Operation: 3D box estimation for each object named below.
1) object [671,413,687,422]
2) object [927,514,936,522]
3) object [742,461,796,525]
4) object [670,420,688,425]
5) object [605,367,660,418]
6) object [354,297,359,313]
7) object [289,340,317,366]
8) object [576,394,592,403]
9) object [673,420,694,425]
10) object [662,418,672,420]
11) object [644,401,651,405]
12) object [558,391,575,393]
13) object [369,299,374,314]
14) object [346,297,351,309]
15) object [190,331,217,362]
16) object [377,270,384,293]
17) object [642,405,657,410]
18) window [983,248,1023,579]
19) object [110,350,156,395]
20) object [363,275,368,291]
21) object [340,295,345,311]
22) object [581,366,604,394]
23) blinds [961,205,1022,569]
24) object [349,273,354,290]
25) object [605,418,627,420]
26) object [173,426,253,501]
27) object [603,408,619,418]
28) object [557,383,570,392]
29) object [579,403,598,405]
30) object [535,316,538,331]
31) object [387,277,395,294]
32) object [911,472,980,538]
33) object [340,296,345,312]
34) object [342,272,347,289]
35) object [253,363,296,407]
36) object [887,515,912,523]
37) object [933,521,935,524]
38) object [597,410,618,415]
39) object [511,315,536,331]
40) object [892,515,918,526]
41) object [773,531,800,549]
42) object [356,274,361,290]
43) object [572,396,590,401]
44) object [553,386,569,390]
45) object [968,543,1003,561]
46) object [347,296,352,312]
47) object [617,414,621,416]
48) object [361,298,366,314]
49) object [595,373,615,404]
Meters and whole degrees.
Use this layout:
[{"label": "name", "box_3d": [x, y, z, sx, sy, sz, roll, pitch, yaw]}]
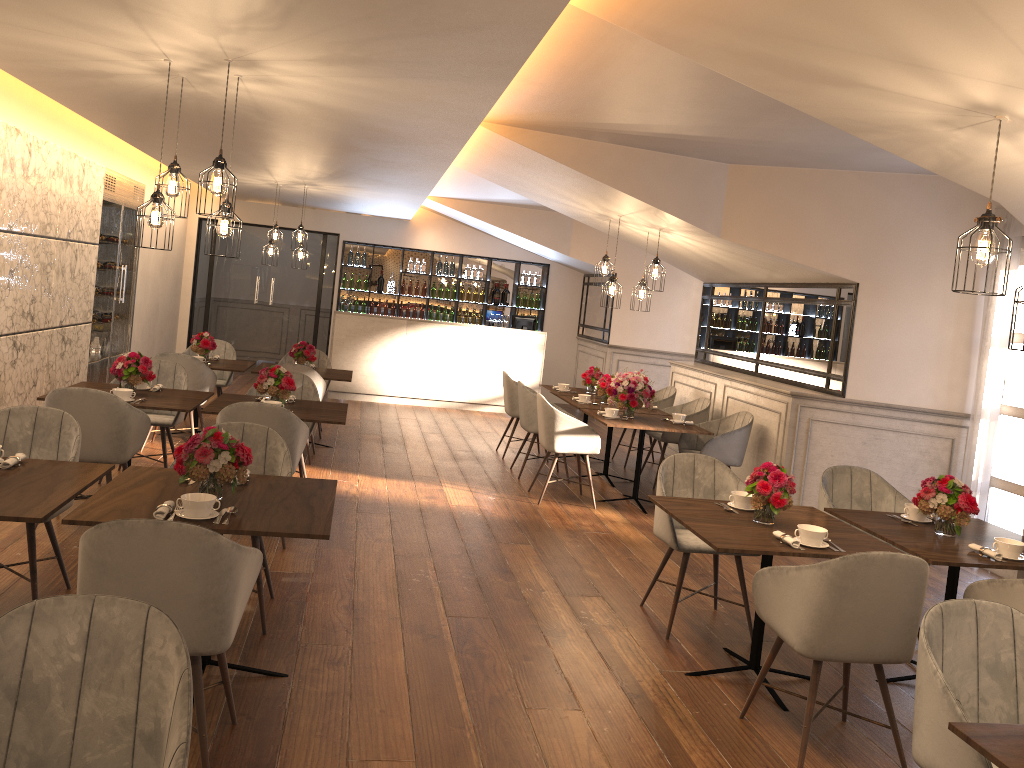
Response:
[{"label": "object", "box_3d": [1.425, 0.295, 7.566, 0.149, 0.072, 0.148, 9, 6, 33]}, {"label": "object", "box_3d": [2.176, 0.687, 4.536, 0.056, 0.039, 0.176, 5, 5, -10]}, {"label": "object", "box_3d": [1.180, 0.491, 4.091, 0.234, 0.300, 0.306, 7, 4, 9]}, {"label": "object", "box_3d": [1.427, 0.327, 7.487, 0.192, 0.024, 0.025, 5, 4, -10]}, {"label": "object", "box_3d": [1.018, 0.072, 7.578, 0.419, 0.424, 0.407, 5, 4, -22]}, {"label": "object", "box_3d": [-2.441, -1.241, 13.911, 0.065, 0.261, 0.066, 5, 3, -31]}, {"label": "object", "box_3d": [-2.018, -0.280, 8.494, 0.306, 0.300, 0.234, 9, 5, 37]}, {"label": "object", "box_3d": [0.682, 0.139, 8.346, 0.149, 0.072, 0.148, 9, 6, 33]}, {"label": "object", "box_3d": [1.442, 0.325, 7.454, 0.175, 0.039, 0.056, 5, 5, -10]}, {"label": "object", "box_3d": [1.385, 0.309, 7.675, 0.197, 0.015, 0.043, 5, 5, -13]}, {"label": "object", "box_3d": [1.273, 0.189, 8.484, 0.149, 0.072, 0.148, 9, 6, 33]}, {"label": "object", "box_3d": [0.570, 0.081, 9.122, 0.197, 0.015, 0.043, 5, 5, -13]}, {"label": "object", "box_3d": [-2.202, -1.220, 13.952, 0.065, 0.261, 0.066, 5, 3, -31]}, {"label": "object", "box_3d": [-2.253, -1.094, 12.174, 0.065, 0.207, 0.146, 5, 3, -18]}, {"label": "object", "box_3d": [-2.894, -0.360, 8.336, 0.234, 0.300, 0.307, 4, 5, -35]}, {"label": "object", "box_3d": [-2.066, -1.619, 13.956, 0.103, 0.359, 0.104, 4, 3, -38]}, {"label": "object", "box_3d": [1.290, 0.219, 8.373, 0.175, 0.039, 0.056, 5, 5, -10]}, {"label": "window", "box_3d": [4.176, 0.402, 4.963, 0.494, 2.382, 14.591, 6, 5, -14]}, {"label": "object", "box_3d": [-2.530, -0.082, 5.876, 0.305, 0.301, 0.234, 7, 4, 12]}, {"label": "object", "box_3d": [-2.294, -1.591, 13.916, 0.065, 0.261, 0.066, 5, 3, -31]}, {"label": "object", "box_3d": [-2.658, -1.261, 13.874, 0.065, 0.261, 0.066, 5, 3, -31]}, {"label": "object", "box_3d": [0.845, -0.054, 9.292, 0.235, 0.300, 0.305, 9, 5, 37]}, {"label": "blinds", "box_3d": [3.616, 0.069, 6.060, 0.133, 2.692, 1.386, 6, 3, -10]}, {"label": "object", "box_3d": [-2.511, -1.610, 13.879, 0.065, 0.261, 0.066, 5, 3, -31]}, {"label": "object", "box_3d": [0.869, 0.288, 7.321, 0.197, 0.015, 0.043, 5, 5, -13]}, {"label": "object", "box_3d": [-1.173, 0.299, 3.470, 0.304, 0.300, 0.235, 4, 4, -32]}, {"label": "object", "box_3d": [0.834, 0.245, 7.428, 0.149, 0.072, 0.148, 9, 6, 33]}, {"label": "object", "box_3d": [0.536, 0.038, 9.229, 0.149, 0.072, 0.148, 9, 6, 33]}, {"label": "object", "box_3d": [0.716, 0.182, 8.239, 0.197, 0.015, 0.043, 5, 5, -13]}, {"label": "object", "box_3d": [0.396, -0.984, 14.398, 0.065, 0.261, 0.066, 5, 3, -31]}, {"label": "object", "box_3d": [-1.906, -1.564, 13.979, 0.108, 0.281, 0.108, 8, 3, 36]}, {"label": "object", "box_3d": [2.099, 0.573, 4.260, 0.234, 0.300, 0.307, 4, 5, -35]}, {"label": "object", "box_3d": [-2.336, -1.101, 12.155, 0.065, 0.207, 0.065, 5, 3, -19]}, {"label": "object", "box_3d": [-2.619, -1.620, 13.860, 0.065, 0.261, 0.066, 5, 3, -31]}, {"label": "object", "box_3d": [-1.594, 0.007, 6.008, 0.306, 0.301, 0.234, 8, 4, 23]}, {"label": "object", "box_3d": [1.963, 0.682, 4.481, 0.043, 0.015, 0.198, 6, 6, -6]}, {"label": "object", "box_3d": [2.143, 0.692, 4.521, 0.025, 0.024, 0.193, 5, 6, -10]}, {"label": "object", "box_3d": [0.814, 0.249, 7.541, 0.175, 0.039, 0.056, 5, 5, -10]}, {"label": "object", "box_3d": [0.174, -0.817, 12.754, 0.407, 0.328, 0.130, 3, 4, -32]}, {"label": "object", "box_3d": [1.990, 0.690, 4.479, 0.022, 0.004, 0.212, 5, 6, -10]}, {"label": "object", "box_3d": [1.160, 0.655, 3.745, 0.056, 0.039, 0.176, 5, 5, -10]}, {"label": "object", "box_3d": [-2.403, -1.601, 13.897, 0.065, 0.261, 0.066, 5, 3, -31]}, {"label": "object", "box_3d": [0.661, 0.143, 8.459, 0.175, 0.039, 0.056, 5, 5, -10]}, {"label": "object", "box_3d": [0.515, 0.042, 9.342, 0.175, 0.039, 0.056, 5, 5, -10]}, {"label": "object", "box_3d": [2.087, 0.739, 3.904, 0.056, 0.039, 0.176, 5, 5, -10]}, {"label": "object", "box_3d": [-2.550, -1.251, 13.893, 0.065, 0.261, 0.066, 5, 3, -31]}, {"label": "object", "box_3d": [0.828, 0.261, 7.509, 0.192, 0.024, 0.025, 5, 4, -10]}, {"label": "object", "box_3d": [-2.333, -1.231, 13.930, 0.065, 0.261, 0.066, 5, 3, -31]}, {"label": "object", "box_3d": [0.907, 0.035, 8.475, 0.234, 0.300, 0.306, 7, 4, 9]}]
